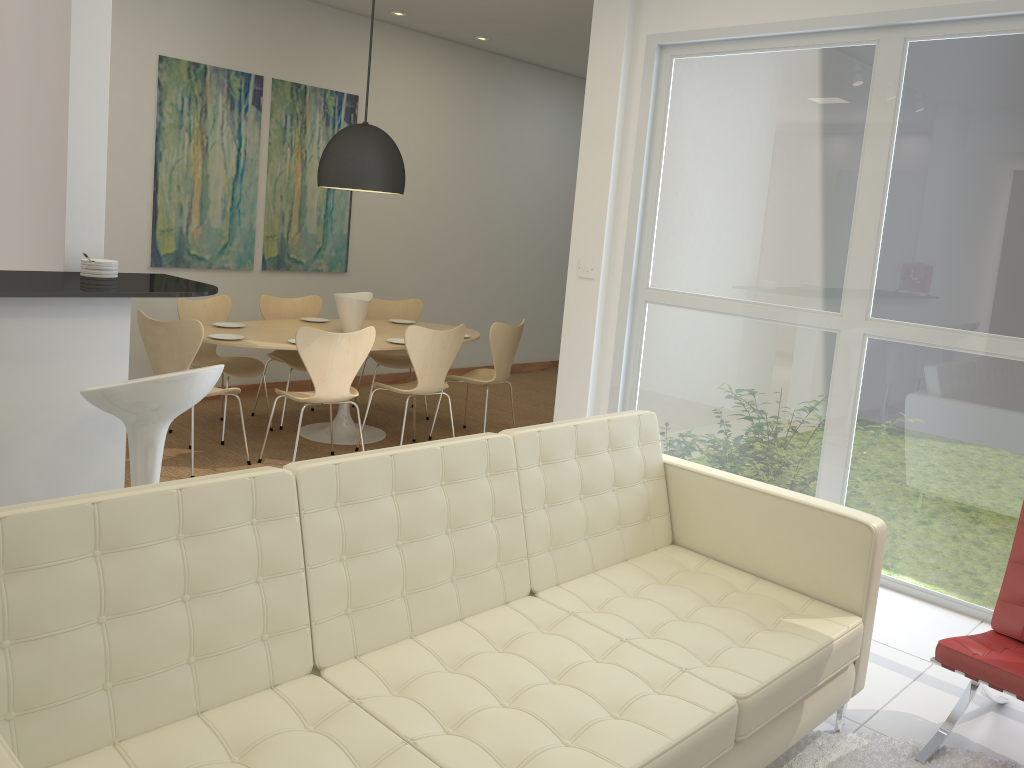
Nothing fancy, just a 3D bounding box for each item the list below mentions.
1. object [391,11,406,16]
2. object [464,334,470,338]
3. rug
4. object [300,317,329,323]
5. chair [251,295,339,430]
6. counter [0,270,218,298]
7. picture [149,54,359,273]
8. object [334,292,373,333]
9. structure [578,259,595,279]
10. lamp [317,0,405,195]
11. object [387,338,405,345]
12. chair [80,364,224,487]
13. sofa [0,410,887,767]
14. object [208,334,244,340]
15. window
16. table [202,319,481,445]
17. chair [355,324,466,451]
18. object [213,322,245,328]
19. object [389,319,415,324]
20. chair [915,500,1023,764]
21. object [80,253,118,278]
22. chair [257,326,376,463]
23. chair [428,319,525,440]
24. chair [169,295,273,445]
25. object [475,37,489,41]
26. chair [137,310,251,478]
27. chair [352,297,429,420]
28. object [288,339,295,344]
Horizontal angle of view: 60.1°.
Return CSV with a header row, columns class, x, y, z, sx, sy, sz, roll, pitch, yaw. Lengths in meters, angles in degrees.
class,x,y,z,sx,sy,sz,roll,pitch,yaw
object,-0.931,-3.037,7.261,0.129,0.010,0.130,5,10,-2
object,-0.408,-0.351,6.432,0.210,0.015,0.212,7,10,8
rug,0.697,1.386,1.466,3.333,0.004,2.459,-5,14,-45
object,-1.468,-0.474,6.588,0.210,0.015,0.212,-1,12,-29
chair,-1.567,-0.183,6.524,0.522,0.900,0.519,-2,11,-42
counter,-2.322,-0.314,2.652,0.740,0.019,2.970,14,14,42
picture,-1.969,-1.648,6.971,0.020,1.496,1.742,12,11,42
object,-1.112,-0.499,6.169,0.271,0.278,0.263,3,9,-11
structure,0.443,-0.687,5.284,0.115,0.104,0.013,13,11,43
lamp,-0.970,-2.059,5.984,0.595,1.483,0.598,-2,10,-44
object,-0.728,-0.280,5.883,0.210,0.015,0.212,5,10,-1
chair,-1.257,0.416,3.044,0.466,1.014,0.458,9,9,29
sofa,-0.042,0.704,2.279,1.007,0.915,2.569,13,13,42
object,-1.743,-0.284,5.402,0.210,0.015,0.212,0,11,-25
window,1.924,-0.347,4.100,3.455,2.694,0.121,14,11,43
table,-1.175,-0.007,6.232,1.288,0.724,2.266,14,13,43
chair,-0.641,0.030,5.811,0.519,0.900,0.522,12,11,43
object,-1.893,-0.391,5.918,0.210,0.015,0.212,0,11,-25
object,-0.865,-0.488,6.962,0.211,0.015,0.211,9,11,21
chair,1.803,0.848,2.729,0.707,0.811,0.705,-2,11,-41
object,-1.693,-0.488,3.598,0.141,0.097,0.174,12,12,35
chair,-1.156,0.074,5.311,0.521,0.900,0.519,-1,10,-39
chair,-0.217,-0.035,6.379,0.517,0.900,0.523,9,9,26
chair,-1.958,-0.119,5.982,0.517,0.900,0.524,8,8,22
object,-0.270,-3.103,7.953,0.129,0.010,0.130,5,10,-2
chair,-1.878,0.034,5.178,0.523,0.900,0.518,9,9,27
chair,-0.940,-0.214,7.008,0.521,0.900,0.520,2,8,-22
object,-1.280,-0.257,5.484,0.210,0.015,0.212,1,11,-20
